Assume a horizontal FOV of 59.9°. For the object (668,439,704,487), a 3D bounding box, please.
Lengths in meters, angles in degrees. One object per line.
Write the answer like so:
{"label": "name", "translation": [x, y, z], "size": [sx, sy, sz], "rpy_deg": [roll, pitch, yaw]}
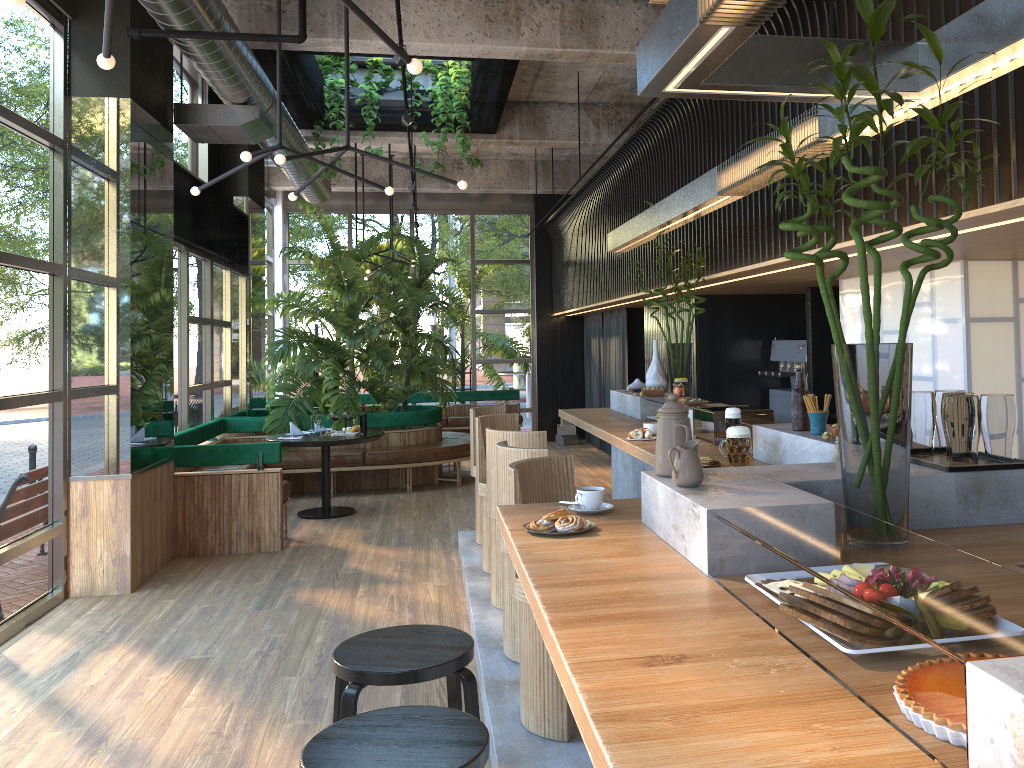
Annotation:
{"label": "object", "translation": [0.461, 0.211, 2.361], "size": [0.100, 0.119, 0.087], "rpy_deg": [-1, 0, 1]}

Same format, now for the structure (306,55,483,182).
{"label": "structure", "translation": [-1.116, -2.910, 9.622], "size": [2.107, 1.517, 1.455], "rpy_deg": [-1, 0, 21]}

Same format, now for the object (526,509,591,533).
{"label": "object", "translation": [0.140, 0.393, 2.545], "size": [0.156, 0.052, 0.160], "rpy_deg": [0, 3, 37]}

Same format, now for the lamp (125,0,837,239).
{"label": "lamp", "translation": [-0.937, -2.482, 8.912], "size": [3.856, 1.531, 9.864], "rpy_deg": [-1, 2, -9]}

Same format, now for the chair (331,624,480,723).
{"label": "chair", "translation": [-0.314, 1.124, 2.612], "size": [0.526, 0.697, 0.503], "rpy_deg": [-1, 0, -12]}

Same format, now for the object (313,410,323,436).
{"label": "object", "translation": [-1.840, 0.369, 8.425], "size": [0.096, 0.245, 0.089], "rpy_deg": [0, -1, -25]}

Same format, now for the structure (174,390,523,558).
{"label": "structure", "translation": [0.337, 0.604, 4.517], "size": [6.125, 1.549, 19.815], "rpy_deg": [-1, 3, -6]}

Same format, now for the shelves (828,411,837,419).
{"label": "shelves", "translation": [2.894, 0.262, 7.226], "size": [0.532, 0.035, 0.855], "rpy_deg": [-1, 3, -7]}

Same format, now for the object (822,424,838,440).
{"label": "object", "translation": [1.257, 0.175, 3.308], "size": [0.191, 0.073, 0.229], "rpy_deg": [-1, 2, 12]}

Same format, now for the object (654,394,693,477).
{"label": "object", "translation": [0.462, 0.145, 2.563], "size": [0.124, 0.234, 0.205], "rpy_deg": [0, 0, -39]}

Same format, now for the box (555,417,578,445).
{"label": "box", "translation": [0.856, 0.719, 13.912], "size": [0.342, 0.442, 0.272], "rpy_deg": [-1, -1, -19]}

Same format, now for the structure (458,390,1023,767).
{"label": "structure", "translation": [2.815, 0.482, 4.093], "size": [5.940, 1.730, 7.018], "rpy_deg": [-1, 2, -8]}

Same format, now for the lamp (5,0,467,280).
{"label": "lamp", "translation": [0.475, -2.168, 4.876], "size": [5.166, 1.823, 18.622], "rpy_deg": [-1, 3, -6]}

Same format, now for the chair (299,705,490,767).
{"label": "chair", "translation": [-0.253, 1.151, 1.976], "size": [0.530, 0.697, 0.499], "rpy_deg": [-1, 0, -17]}

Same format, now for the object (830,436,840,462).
{"label": "object", "translation": [1.097, 0.277, 2.961], "size": [0.073, 0.210, 0.067], "rpy_deg": [0, -2, -41]}

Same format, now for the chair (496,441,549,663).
{"label": "chair", "translation": [0.208, 0.761, 4.197], "size": [0.521, 0.970, 0.573], "rpy_deg": [-2, -1, 42]}

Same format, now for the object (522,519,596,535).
{"label": "object", "translation": [0.135, 0.412, 2.551], "size": [0.198, 0.013, 0.214], "rpy_deg": [0, 3, 28]}

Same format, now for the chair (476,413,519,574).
{"label": "chair", "translation": [0.047, 0.695, 5.732], "size": [0.572, 0.970, 0.522], "rpy_deg": [-1, -1, -33]}

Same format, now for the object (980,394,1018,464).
{"label": "object", "translation": [1.436, 0.136, 2.621], "size": [0.100, 0.209, 0.110], "rpy_deg": [-2, -1, 37]}

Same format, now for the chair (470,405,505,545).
{"label": "chair", "translation": [-0.028, 0.660, 6.527], "size": [0.547, 0.970, 0.547], "rpy_deg": [-1, -1, 2]}

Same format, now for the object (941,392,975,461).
{"label": "object", "translation": [1.376, 0.133, 2.730], "size": [0.101, 0.209, 0.109], "rpy_deg": [-2, -1, 27]}

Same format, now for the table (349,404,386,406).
{"label": "table", "translation": [-2.150, 0.696, 12.357], "size": [1.145, 0.751, 1.055], "rpy_deg": [-2, 1, -28]}

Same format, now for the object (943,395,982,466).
{"label": "object", "translation": [1.327, 0.139, 2.612], "size": [0.100, 0.209, 0.110], "rpy_deg": [-2, -1, 37]}

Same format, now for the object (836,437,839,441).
{"label": "object", "translation": [1.094, 0.278, 2.888], "size": [0.068, 0.215, 0.168], "rpy_deg": [-1, 0, 19]}

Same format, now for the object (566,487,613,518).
{"label": "object", "translation": [0.164, 0.375, 2.692], "size": [0.175, 0.073, 0.432], "rpy_deg": [0, 3, 28]}

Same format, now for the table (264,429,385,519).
{"label": "table", "translation": [-1.777, 0.863, 8.481], "size": [1.153, 0.751, 1.048], "rpy_deg": [-2, 1, -39]}

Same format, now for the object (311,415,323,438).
{"label": "object", "translation": [-1.816, 0.394, 8.261], "size": [0.101, 0.209, 0.109], "rpy_deg": [-2, -1, 27]}

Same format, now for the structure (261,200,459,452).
{"label": "structure", "translation": [-1.856, -0.526, 10.853], "size": [2.517, 3.438, 2.576], "rpy_deg": [-1, 0, -23]}

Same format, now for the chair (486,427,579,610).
{"label": "chair", "translation": [0.135, 0.726, 4.998], "size": [0.535, 0.970, 0.559], "rpy_deg": [-1, -1, 16]}

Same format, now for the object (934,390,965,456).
{"label": "object", "translation": [1.416, 0.126, 2.865], "size": [0.100, 0.209, 0.110], "rpy_deg": [-2, -1, 37]}

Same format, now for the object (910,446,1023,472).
{"label": "object", "translation": [1.350, 0.228, 2.726], "size": [0.277, 0.018, 0.431], "rpy_deg": [-1, 3, -7]}

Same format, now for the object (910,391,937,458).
{"label": "object", "translation": [1.302, 0.129, 2.836], "size": [0.100, 0.209, 0.110], "rpy_deg": [-2, -1, 37]}

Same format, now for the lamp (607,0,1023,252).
{"label": "lamp", "translation": [2.378, -2.030, 4.251], "size": [5.091, 2.133, 6.596], "rpy_deg": [-2, 2, -13]}

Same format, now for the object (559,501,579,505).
{"label": "object", "translation": [0.193, 0.388, 2.896], "size": [0.030, 0.027, 0.130], "rpy_deg": [-1, 2, -29]}

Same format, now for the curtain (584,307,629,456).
{"label": "curtain", "translation": [1.327, -0.053, 12.853], "size": [0.123, 2.059, 3.225], "rpy_deg": [-1, 1, -5]}

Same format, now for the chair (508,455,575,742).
{"label": "chair", "translation": [0.268, 0.794, 3.439], "size": [0.521, 0.970, 0.573], "rpy_deg": [-2, -1, 39]}

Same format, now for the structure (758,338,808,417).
{"label": "structure", "translation": [2.651, 0.365, 8.161], "size": [0.558, 1.595, 0.825], "rpy_deg": [-1, -1, -7]}

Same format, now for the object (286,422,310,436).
{"label": "object", "translation": [-2.045, 0.429, 8.486], "size": [0.242, 0.139, 0.224], "rpy_deg": [-2, 2, -24]}
